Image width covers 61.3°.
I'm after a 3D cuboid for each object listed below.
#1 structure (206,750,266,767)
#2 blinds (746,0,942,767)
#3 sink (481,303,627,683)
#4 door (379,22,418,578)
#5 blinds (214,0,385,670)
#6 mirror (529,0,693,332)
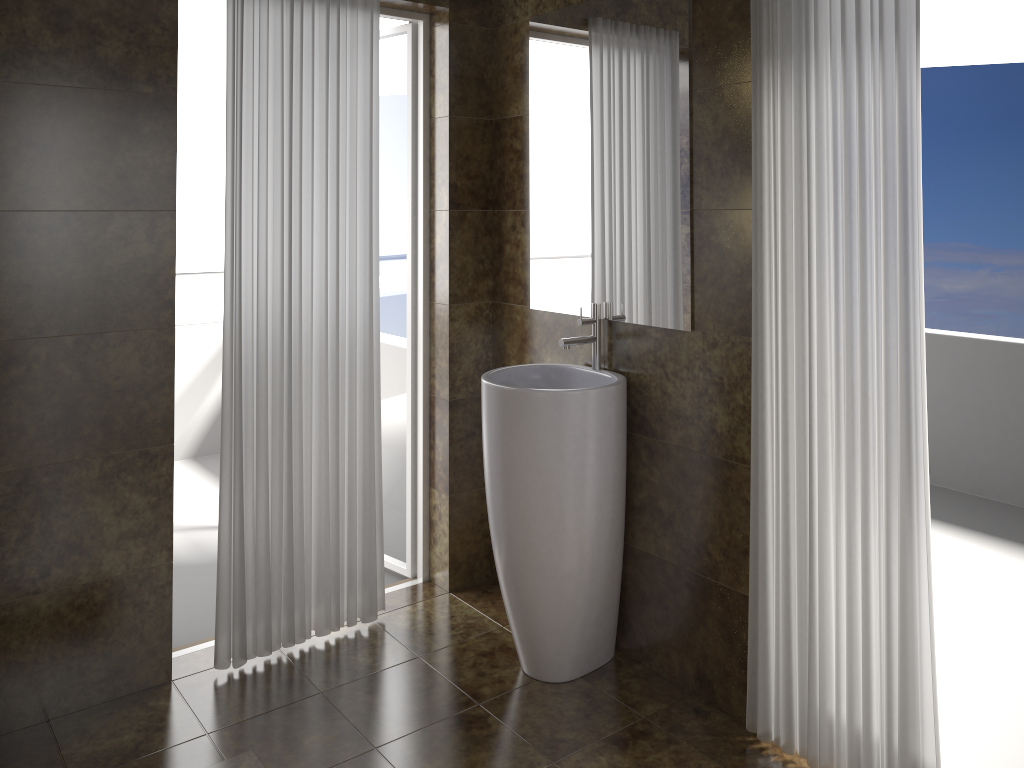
[{"bbox_3d":[-0.820,1.227,0.688,2.018,0.122,2.028,-9,14,-36],"label":"structure"},{"bbox_3d":[0.798,-0.153,2.171,0.067,2.243,0.518,1,-2,-38],"label":"blinds"},{"bbox_3d":[0.124,0.320,2.722,0.438,1.125,0.459,0,0,-35],"label":"sink"},{"bbox_3d":[-0.728,-0.403,3.719,0.962,2.205,0.040,0,-1,42],"label":"door"},{"bbox_3d":[-0.678,-0.283,2.870,0.603,2.254,0.067,1,-2,-37],"label":"blinds"},{"bbox_3d":[0.301,-0.757,2.889,0.008,1.079,0.771,1,1,-37],"label":"mirror"}]
